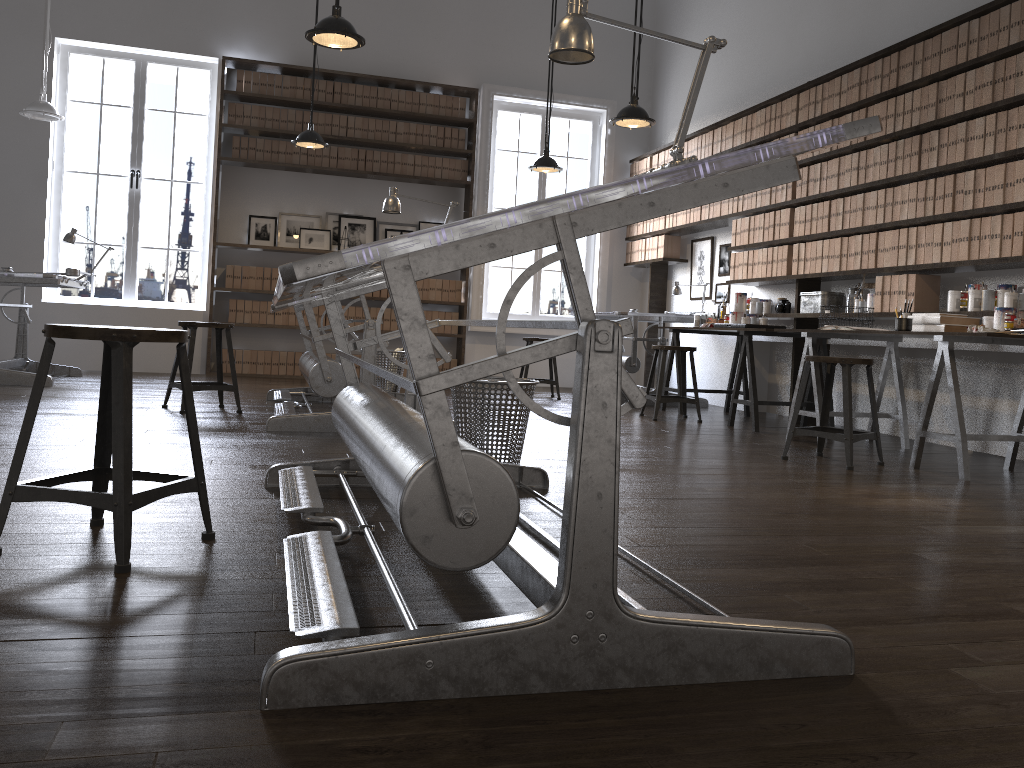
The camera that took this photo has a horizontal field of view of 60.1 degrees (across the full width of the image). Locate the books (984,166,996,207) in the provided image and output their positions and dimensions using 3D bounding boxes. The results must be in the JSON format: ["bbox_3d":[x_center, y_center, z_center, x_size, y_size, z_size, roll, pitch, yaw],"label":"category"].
[{"bbox_3d":[2.596,-1.028,4.677,0.174,0.225,0.067,3,1,-15],"label":"books"}]

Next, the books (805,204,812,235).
[{"bbox_3d":[2.160,-1.142,6.233,0.174,0.226,0.067,3,1,-15],"label":"books"}]

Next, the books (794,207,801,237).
[{"bbox_3d":[2.125,-1.152,6.374,0.174,0.225,0.067,3,1,-16],"label":"books"}]

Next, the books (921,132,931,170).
[{"bbox_3d":[2.479,-1.339,5.156,0.174,0.225,0.067,3,1,-15],"label":"books"}]

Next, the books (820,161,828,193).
[{"bbox_3d":[2.220,-1.408,6.093,0.174,0.225,0.067,3,1,-15],"label":"books"}]

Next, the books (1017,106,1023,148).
[{"bbox_3d":[2.659,-1.291,4.488,0.174,0.225,0.067,3,1,-15],"label":"books"}]

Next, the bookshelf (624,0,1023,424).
[{"bbox_3d":[2.558,-0.482,5.018,0.373,3.204,9.196,3,3,-16],"label":"bookshelf"}]

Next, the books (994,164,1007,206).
[{"bbox_3d":[2.608,-1.023,4.611,0.174,0.226,0.067,3,1,-16],"label":"books"}]

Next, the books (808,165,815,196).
[{"bbox_3d":[2.182,-1.418,6.230,0.174,0.225,0.067,3,1,-16],"label":"books"}]

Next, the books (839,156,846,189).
[{"bbox_3d":[2.273,-1.394,5.895,0.174,0.225,0.067,3,1,-15],"label":"books"}]

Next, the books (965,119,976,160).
[{"bbox_3d":[2.569,-1.315,4.821,0.174,0.225,0.067,3,1,-16],"label":"books"}]

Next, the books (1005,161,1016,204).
[{"bbox_3d":[2.630,-1.018,4.548,0.174,0.225,0.067,3,1,-15],"label":"books"}]

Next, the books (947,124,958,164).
[{"bbox_3d":[2.535,-1.324,4.950,0.174,0.225,0.067,3,1,-16],"label":"books"}]

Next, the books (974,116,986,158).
[{"bbox_3d":[2.584,-1.311,4.760,0.174,0.225,0.067,3,1,-16],"label":"books"}]

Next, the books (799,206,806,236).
[{"bbox_3d":[2.141,-1.147,6.303,0.174,0.225,0.067,3,1,-16],"label":"books"}]

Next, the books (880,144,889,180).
[{"bbox_3d":[2.379,-1.364,5.492,0.174,0.225,0.067,3,1,-16],"label":"books"}]

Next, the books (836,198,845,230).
[{"bbox_3d":[2.255,-1.117,5.897,0.174,0.225,0.067,3,1,-15],"label":"books"}]

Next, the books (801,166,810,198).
[{"bbox_3d":[2.157,-1.424,6.301,0.174,0.226,0.067,3,1,-15],"label":"books"}]

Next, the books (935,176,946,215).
[{"bbox_3d":[2.500,-1.053,5.026,0.174,0.225,0.067,3,1,-16],"label":"books"}]

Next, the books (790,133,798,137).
[{"bbox_3d":[2.121,-1.712,6.483,0.174,0.226,0.067,3,1,-16],"label":"books"}]

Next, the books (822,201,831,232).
[{"bbox_3d":[2.216,-1.128,6.038,0.174,0.226,0.067,3,1,-16],"label":"books"}]

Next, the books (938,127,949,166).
[{"bbox_3d":[2.516,-1.329,5.019,0.174,0.225,0.067,3,1,-16],"label":"books"}]

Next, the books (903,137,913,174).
[{"bbox_3d":[2.439,-1.350,5.300,0.174,0.225,0.067,3,1,-15],"label":"books"}]

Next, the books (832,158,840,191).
[{"bbox_3d":[2.251,-1.398,5.958,0.174,0.226,0.067,3,1,-16],"label":"books"}]

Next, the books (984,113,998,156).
[{"bbox_3d":[2.602,-1.306,4.689,0.174,0.226,0.067,3,1,-15],"label":"books"}]

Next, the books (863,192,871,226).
[{"bbox_3d":[2.331,-1.098,5.632,0.174,0.225,0.067,3,1,-16],"label":"books"}]

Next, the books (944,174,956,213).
[{"bbox_3d":[2.514,-1.048,4.953,0.174,0.226,0.067,3,1,-15],"label":"books"}]

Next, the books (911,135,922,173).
[{"bbox_3d":[2.453,-1.345,5.227,0.174,0.226,0.067,3,1,-16],"label":"books"}]

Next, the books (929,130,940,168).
[{"bbox_3d":[2.493,-1.335,5.086,0.174,0.225,0.067,3,1,-15],"label":"books"}]

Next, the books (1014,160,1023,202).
[{"bbox_3d":[2.645,-1.014,4.487,0.174,0.225,0.067,3,1,-15],"label":"books"}]

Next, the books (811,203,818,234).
[{"bbox_3d":[2.181,-1.137,6.173,0.174,0.225,0.067,3,1,-16],"label":"books"}]

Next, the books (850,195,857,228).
[{"bbox_3d":[2.297,-1.107,5.762,0.174,0.225,0.067,3,1,-16],"label":"books"}]

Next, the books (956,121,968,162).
[{"bbox_3d":[2.547,-1.320,4.884,0.174,0.226,0.067,3,1,-15],"label":"books"}]

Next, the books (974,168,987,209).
[{"bbox_3d":[2.577,-1.033,4.746,0.174,0.225,0.067,3,1,-15],"label":"books"}]

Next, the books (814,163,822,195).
[{"bbox_3d":[2.197,-1.413,6.161,0.174,0.225,0.067,3,1,-16],"label":"books"}]

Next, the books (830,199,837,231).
[{"bbox_3d":[2.241,-1.122,5.967,0.174,0.225,0.067,3,1,-15],"label":"books"}]

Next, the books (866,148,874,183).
[{"bbox_3d":[2.348,-1.374,5.631,0.174,0.225,0.067,3,1,-15],"label":"books"}]

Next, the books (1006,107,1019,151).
[{"bbox_3d":[2.644,-1.296,4.556,0.174,0.225,0.067,3,1,-16],"label":"books"}]

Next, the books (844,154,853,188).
[{"bbox_3d":[2.288,-1.389,5.834,0.174,0.225,0.067,3,1,-15],"label":"books"}]

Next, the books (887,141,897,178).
[{"bbox_3d":[2.398,-1.359,5.422,0.174,0.226,0.067,3,1,-15],"label":"books"}]

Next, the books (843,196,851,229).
[{"bbox_3d":[2.278,-1.112,5.830,0.174,0.225,0.067,3,1,-16],"label":"books"}]

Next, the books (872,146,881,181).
[{"bbox_3d":[2.363,-1.369,5.562,0.174,0.225,0.067,3,1,-16],"label":"books"}]

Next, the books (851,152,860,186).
[{"bbox_3d":[2.305,-1.384,5.764,0.174,0.226,0.067,3,1,-16],"label":"books"}]

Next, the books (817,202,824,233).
[{"bbox_3d":[2.201,-1.132,6.111,0.174,0.225,0.067,3,1,-15],"label":"books"}]

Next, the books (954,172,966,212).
[{"bbox_3d":[2.540,-1.043,4.883,0.174,0.225,0.067,3,1,-16],"label":"books"}]

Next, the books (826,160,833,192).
[{"bbox_3d":[2.238,-1.403,6.025,0.174,0.225,0.067,3,1,-15],"label":"books"}]

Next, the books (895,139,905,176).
[{"bbox_3d":[2.419,-1.355,5.362,0.174,0.225,0.067,3,1,-16],"label":"books"}]

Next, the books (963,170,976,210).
[{"bbox_3d":[2.554,-1.038,4.813,0.174,0.225,0.067,3,1,-16],"label":"books"}]

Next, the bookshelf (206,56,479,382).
[{"bbox_3d":[-1.679,-1.189,8.841,2.471,3.722,0.413,3,0,-15],"label":"bookshelf"}]

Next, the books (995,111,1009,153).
[{"bbox_3d":[2.624,-1.301,4.623,0.174,0.225,0.067,3,1,-16],"label":"books"}]

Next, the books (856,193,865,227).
[{"bbox_3d":[2.309,-1.102,5.695,0.174,0.226,0.067,3,1,-15],"label":"books"}]

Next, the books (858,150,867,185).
[{"bbox_3d":[2.328,-1.379,5.697,0.174,0.225,0.067,3,1,-15],"label":"books"}]

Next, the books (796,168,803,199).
[{"bbox_3d":[2.143,-1.429,6.374,0.174,0.225,0.067,3,1,-16],"label":"books"}]

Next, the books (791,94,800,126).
[{"bbox_3d":[2.137,-1.988,6.474,0.174,0.225,0.067,3,1,-15],"label":"books"}]
